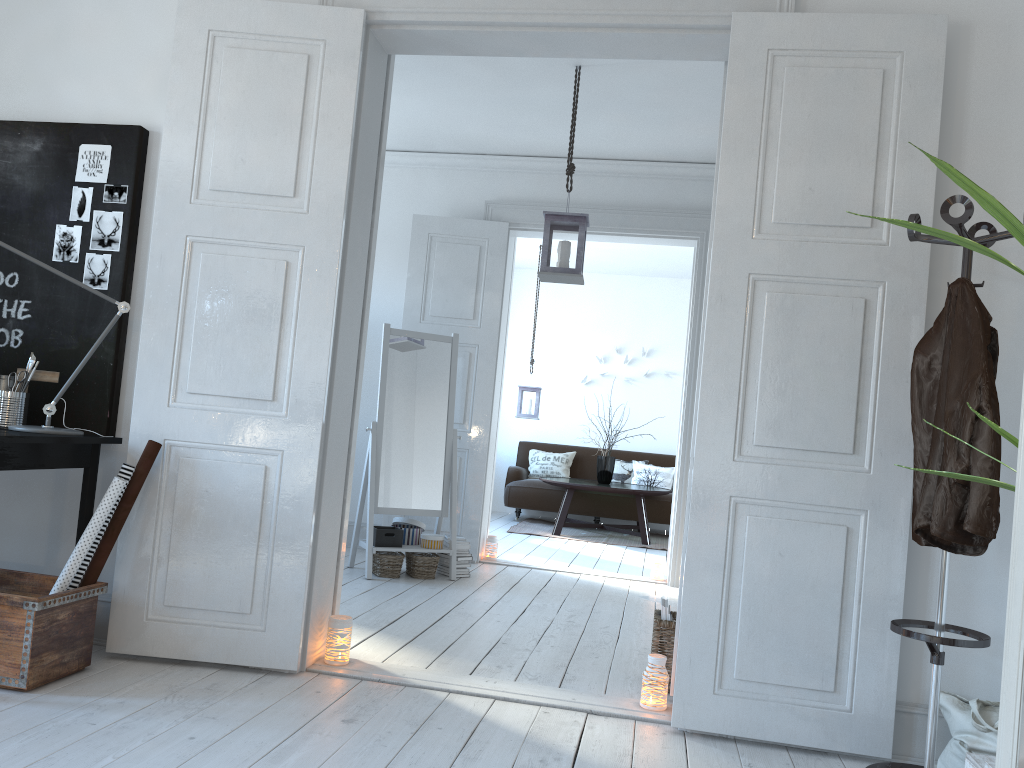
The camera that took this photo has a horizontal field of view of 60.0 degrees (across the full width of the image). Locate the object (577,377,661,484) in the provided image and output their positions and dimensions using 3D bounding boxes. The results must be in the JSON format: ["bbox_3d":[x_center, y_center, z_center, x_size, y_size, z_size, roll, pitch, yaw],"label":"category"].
[{"bbox_3d":[1.057,0.452,8.594,0.846,1.065,0.525,6,-3,-19],"label":"object"}]

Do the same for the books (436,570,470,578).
[{"bbox_3d":[-0.363,1.169,5.477,0.128,0.016,0.178,8,-4,-42],"label":"books"}]

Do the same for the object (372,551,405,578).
[{"bbox_3d":[-0.747,1.066,5.272,0.185,0.140,0.295,6,-3,-18],"label":"object"}]

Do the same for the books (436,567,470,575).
[{"bbox_3d":[-0.366,1.152,5.476,0.128,0.016,0.176,8,-4,-39],"label":"books"}]

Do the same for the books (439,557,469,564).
[{"bbox_3d":[-0.368,1.086,5.480,0.167,0.022,0.128,2,-4,44],"label":"books"}]

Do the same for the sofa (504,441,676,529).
[{"bbox_3d":[1.042,1.109,9.428,2.164,0.824,0.970,5,-3,10],"label":"sofa"}]

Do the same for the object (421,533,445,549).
[{"bbox_3d":[-0.479,0.944,5.325,0.142,0.074,0.142,6,-3,-6],"label":"object"}]

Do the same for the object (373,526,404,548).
[{"bbox_3d":[-0.747,0.901,5.236,0.165,0.103,0.155,7,-3,-25],"label":"object"}]

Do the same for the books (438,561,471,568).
[{"bbox_3d":[-0.362,1.107,5.474,0.132,0.017,0.186,8,-4,-43],"label":"books"}]

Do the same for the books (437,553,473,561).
[{"bbox_3d":[-0.354,1.064,5.472,0.193,0.022,0.128,2,-4,42],"label":"books"}]

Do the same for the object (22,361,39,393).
[{"bbox_3d":[-1.693,0.035,3.065,0.084,0.240,0.009,6,-2,-13],"label":"object"}]

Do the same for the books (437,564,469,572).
[{"bbox_3d":[-0.365,1.135,5.474,0.128,0.016,0.180,8,-4,-35],"label":"books"}]

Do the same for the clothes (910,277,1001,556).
[{"bbox_3d":[1.222,0.083,2.434,0.237,0.769,0.211,3,-3,43],"label":"clothes"}]

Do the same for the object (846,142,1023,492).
[{"bbox_3d":[1.067,0.312,1.547,1.043,1.553,0.289,3,-3,39],"label":"object"}]

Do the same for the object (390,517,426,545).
[{"bbox_3d":[-0.643,0.895,5.453,0.207,0.158,0.241,4,-3,17],"label":"object"}]

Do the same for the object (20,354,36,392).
[{"bbox_3d":[-1.703,0.023,3.083,0.062,0.264,0.012,7,-3,-38],"label":"object"}]

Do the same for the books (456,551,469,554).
[{"bbox_3d":[-0.354,1.027,5.481,0.128,0.016,0.177,7,-3,-24],"label":"books"}]

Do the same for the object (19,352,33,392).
[{"bbox_3d":[-1.708,0.019,3.083,0.008,0.267,0.060,4,-2,26],"label":"object"}]

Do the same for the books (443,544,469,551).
[{"bbox_3d":[-0.353,1.010,5.479,0.128,0.016,0.181,6,-3,-19],"label":"books"}]

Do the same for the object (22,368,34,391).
[{"bbox_3d":[-1.704,0.044,3.072,0.009,0.221,0.083,4,-3,39],"label":"object"}]

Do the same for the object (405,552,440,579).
[{"bbox_3d":[-0.547,1.089,5.346,0.185,0.140,0.295,6,-3,-18],"label":"object"}]

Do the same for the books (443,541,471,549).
[{"bbox_3d":[-0.344,0.989,5.473,0.128,0.026,0.200,6,-3,-19],"label":"books"}]

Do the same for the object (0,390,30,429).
[{"bbox_3d":[-1.738,0.090,3.070,0.108,0.128,0.108,4,-3,25],"label":"object"}]

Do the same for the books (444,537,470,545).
[{"bbox_3d":[-0.348,0.967,5.478,0.132,0.017,0.187,6,-3,-17],"label":"books"}]

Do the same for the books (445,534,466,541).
[{"bbox_3d":[-0.353,0.952,5.492,0.111,0.014,0.156,6,-3,-11],"label":"books"}]

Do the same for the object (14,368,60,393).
[{"bbox_3d":[-1.680,0.054,3.116,0.138,0.208,0.034,6,-2,-10],"label":"object"}]

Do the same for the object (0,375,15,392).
[{"bbox_3d":[-1.812,0.063,3.156,0.079,0.188,0.079,6,-2,-11],"label":"object"}]

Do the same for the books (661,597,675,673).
[{"bbox_3d":[0.659,0.994,3.394,0.201,0.300,0.180,5,-2,10],"label":"books"}]

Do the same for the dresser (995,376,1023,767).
[{"bbox_3d":[0.915,-0.080,0.521,0.630,2.161,1.433,5,-3,10],"label":"dresser"}]

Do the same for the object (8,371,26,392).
[{"bbox_3d":[-1.743,0.050,3.084,0.081,0.198,0.050,4,-3,35],"label":"object"}]

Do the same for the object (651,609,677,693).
[{"bbox_3d":[0.669,1.027,3.390,0.270,0.264,0.224,5,-3,10],"label":"object"}]

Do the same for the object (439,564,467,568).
[{"bbox_3d":[-0.370,1.120,5.487,0.111,0.014,0.156,8,-4,-37],"label":"object"}]

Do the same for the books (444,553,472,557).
[{"bbox_3d":[-0.352,1.044,5.481,0.128,0.016,0.178,8,-4,-37],"label":"books"}]
